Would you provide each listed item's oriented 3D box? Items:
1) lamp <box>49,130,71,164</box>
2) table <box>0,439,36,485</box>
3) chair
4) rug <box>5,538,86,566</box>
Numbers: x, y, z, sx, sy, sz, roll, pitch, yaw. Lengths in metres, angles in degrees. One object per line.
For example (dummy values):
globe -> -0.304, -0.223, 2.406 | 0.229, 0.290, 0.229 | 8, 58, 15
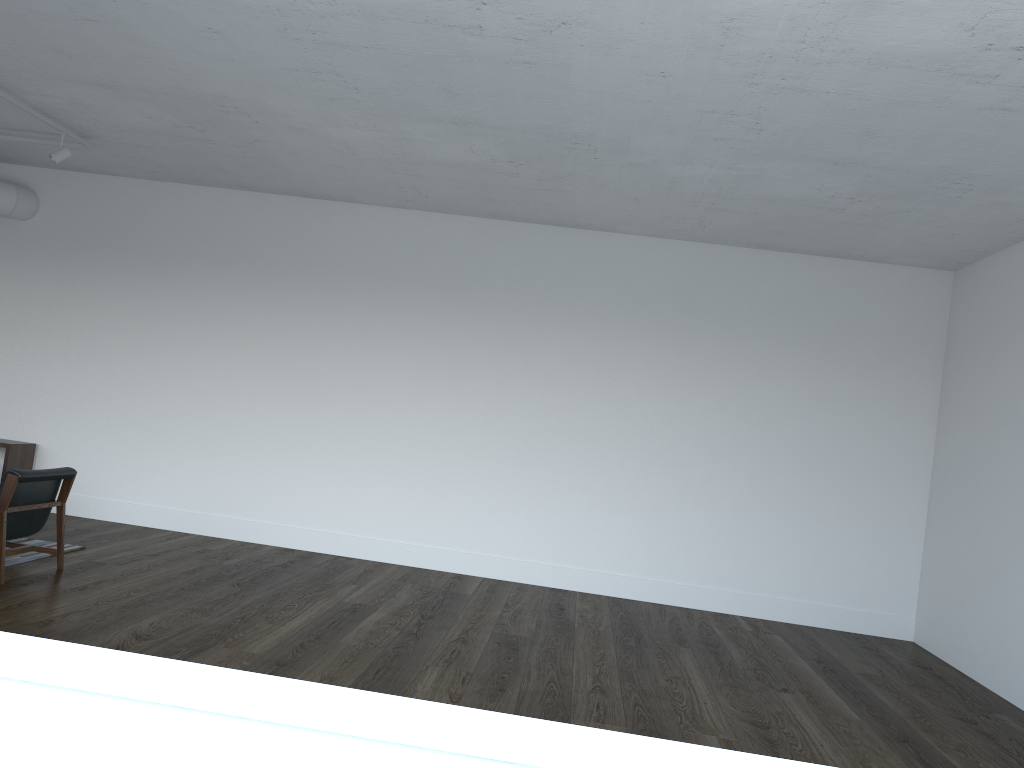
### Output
lamp -> -3.453, -1.817, 6.797 | 0.154, 0.285, 0.088 | 10, -3, -40
table -> -5.172, 0.765, 8.145 | 1.362, 0.617, 0.375 | 7, -3, 5
chair -> -3.523, 0.837, 5.797 | 0.983, 0.698, 0.678 | 7, -3, 5
rug -> -5.257, 0.944, 5.653 | 3.760, 0.012, 2.735 | 7, -3, 5
